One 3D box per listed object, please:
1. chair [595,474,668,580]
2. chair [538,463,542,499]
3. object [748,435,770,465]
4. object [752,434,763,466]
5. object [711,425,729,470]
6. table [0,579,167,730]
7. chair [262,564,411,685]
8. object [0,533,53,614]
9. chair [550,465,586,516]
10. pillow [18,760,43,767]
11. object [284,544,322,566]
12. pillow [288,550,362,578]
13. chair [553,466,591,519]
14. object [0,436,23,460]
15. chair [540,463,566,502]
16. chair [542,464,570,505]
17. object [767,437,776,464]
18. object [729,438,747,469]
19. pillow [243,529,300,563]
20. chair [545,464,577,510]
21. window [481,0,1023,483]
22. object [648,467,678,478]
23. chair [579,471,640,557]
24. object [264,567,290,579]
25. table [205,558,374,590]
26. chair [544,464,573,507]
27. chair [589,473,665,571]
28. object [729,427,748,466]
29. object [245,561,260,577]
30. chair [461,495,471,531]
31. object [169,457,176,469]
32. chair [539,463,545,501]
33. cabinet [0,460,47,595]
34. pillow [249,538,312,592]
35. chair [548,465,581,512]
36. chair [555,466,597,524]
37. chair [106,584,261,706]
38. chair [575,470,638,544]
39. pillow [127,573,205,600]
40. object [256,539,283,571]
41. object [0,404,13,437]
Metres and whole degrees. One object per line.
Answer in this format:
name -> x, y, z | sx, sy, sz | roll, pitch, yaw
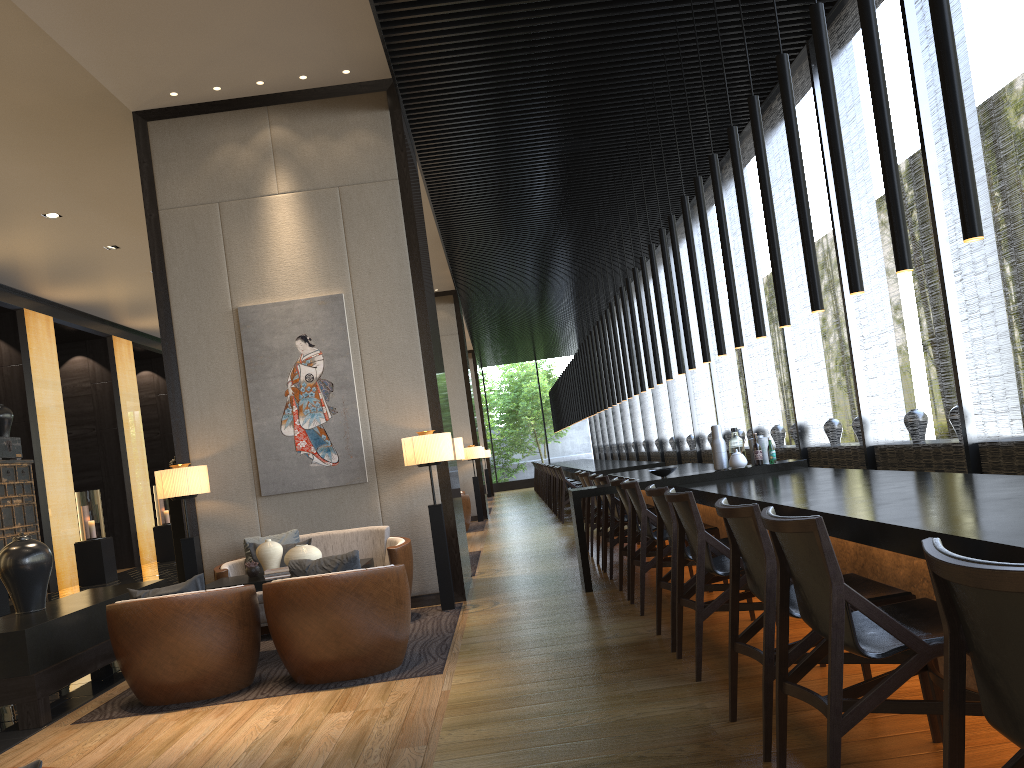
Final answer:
chair -> 1.000, 1.131, 7.268 | 0.563, 0.826, 0.527 | -8, -2, -1
chair -> 0.898, 2.187, 20.257 | 0.563, 0.826, 0.527 | -8, -2, -1
object -> 1.914, 0.507, 6.815 | 0.168, 0.219, 0.169 | -7, -2, -5
object -> 1.854, 0.497, 6.703 | 0.067, 0.237, 0.067 | -7, -1, -7
object -> 1.593, 0.488, 6.821 | 0.113, 0.344, 0.113 | -8, -2, -5
table -> -2.803, 1.655, 5.592 | 0.620, 0.512, 1.965 | -8, -4, -1
chair -> -0.958, 1.312, 4.866 | 0.803, 0.603, 0.607 | -8, -3, -1
object -> -3.036, 1.174, 5.532 | 0.312, 0.492, 0.311 | -8, -2, 18
chair -> 0.942, 1.739, 14.744 | 0.563, 0.826, 0.527 | -8, -2, -1
pillow -> -1.041, 0.847, 1.602 | 0.442, 0.338, 0.205 | -8, -2, 6
object -> -1.371, 1.141, 5.807 | 0.245, 0.167, 0.246 | -8, -3, 2
pillow -> -0.986, 1.089, 4.753 | 0.399, 0.362, 0.222 | -8, -2, 0
chair -> 0.950, 1.652, 13.673 | 0.563, 0.826, 0.527 | -8, -2, -1
object -> -6.946, 0.888, 11.961 | 0.365, 0.314, 0.607 | -8, -4, -1
chair -> 0.911, 2.053, 18.611 | 0.563, 0.826, 0.527 | -8, -2, -1
chair -> 0.916, 2.006, 18.036 | 0.563, 0.826, 0.527 | -8, -2, -1
object -> 1.951, 0.501, 6.664 | 0.056, 0.197, 0.056 | -8, -1, 1
object -> 1.701, 0.527, 6.697 | 0.135, 0.217, 0.136 | -7, -2, -14
pillow -> -1.793, 1.322, 6.678 | 0.432, 0.399, 0.202 | -6, -2, -22
chair -> 0.929, 1.873, 16.390 | 0.563, 0.826, 0.527 | -8, -2, -1
window -> -3.138, 0.363, 12.199 | 12.051, 4.219, 31.966 | -8, -4, -1
object -> 1.163, 0.687, 6.795 | 0.227, 0.067, 0.228 | -8, -4, 2
chair -> 0.988, 1.260, 8.856 | 0.563, 0.826, 0.527 | -8, -2, -1
object -> -1.473, 1.194, 5.609 | 0.174, 0.051, 0.138 | -7, -4, -5
table -> -1.427, 1.486, 5.749 | 1.042, 0.516, 0.577 | -8, -3, -1
chair -> 0.924, 1.919, 16.965 | 0.563, 0.826, 0.527 | -8, -2, -1
chair -> 0.996, 1.178, 7.843 | 0.563, 0.826, 0.527 | -8, -2, -1
object -> 1.742, 0.491, 6.866 | 0.129, 0.305, 0.129 | -7, -2, -15
object -> -1.712, 1.214, 5.836 | 0.091, 0.112, 0.091 | -6, -3, -38
chair -> -1.027, 2.034, 13.737 | 0.803, 0.603, 0.607 | -8, -3, -1
object -> -2.823, 0.736, 7.565 | 0.176, 0.245, 0.116 | -8, -2, -1
chair -> 0.903, 2.140, 19.682 | 0.563, 0.826, 0.527 | -8, -2, -1
cabinet -> -6.909, 2.008, 11.909 | 0.547, 1.920, 1.190 | -8, -2, -1
pillow -> -1.689, 1.317, 6.523 | 0.471, 0.360, 0.220 | -7, -2, -4
chair -> 0.937, 1.785, 15.319 | 0.563, 0.826, 0.527 | -8, -2, -1
chair -> 0.954, 1.605, 13.098 | 0.563, 0.826, 0.527 | -8, -2, -1
chair -> -1.806, 1.426, 4.857 | 0.803, 0.603, 0.607 | -8, -3, -1
chair -> 0.983, 1.307, 9.431 | 0.563, 0.826, 0.527 | -8, -2, -1
pillow -> -1.837, 1.206, 4.741 | 0.442, 0.338, 0.205 | -8, -2, 6
object -> -1.570, 1.126, 5.749 | 0.172, 0.235, 0.171 | -9, -3, 34
object -> -7.010, 0.502, 12.144 | 0.311, 0.492, 0.313 | -7, -2, -20
